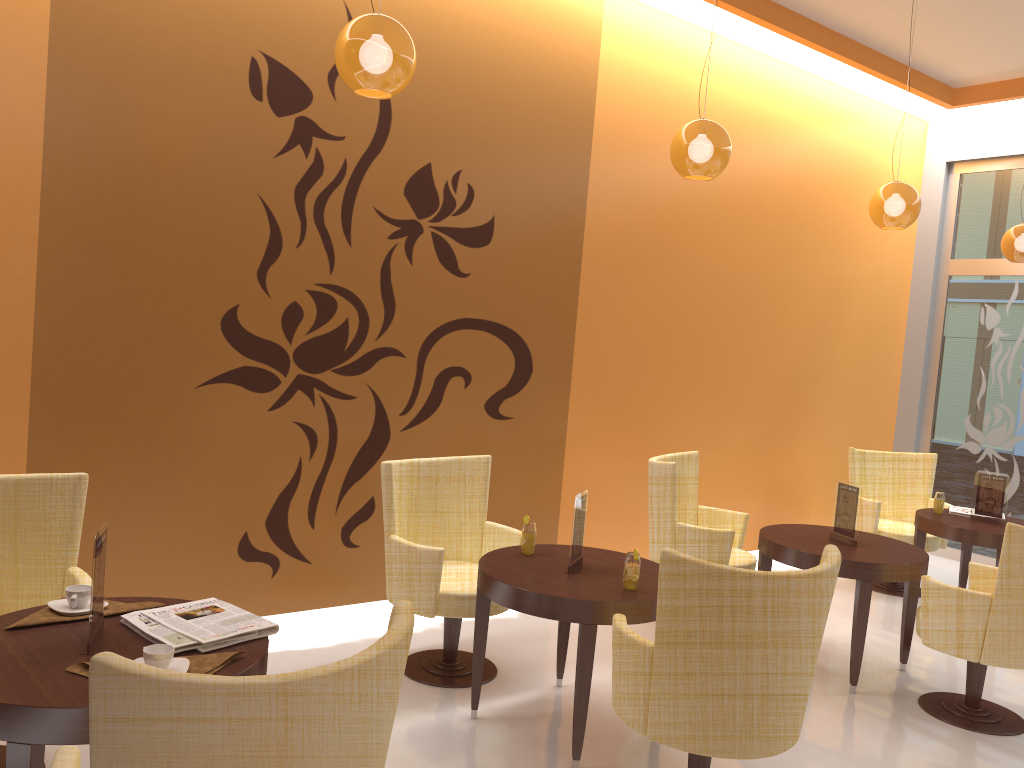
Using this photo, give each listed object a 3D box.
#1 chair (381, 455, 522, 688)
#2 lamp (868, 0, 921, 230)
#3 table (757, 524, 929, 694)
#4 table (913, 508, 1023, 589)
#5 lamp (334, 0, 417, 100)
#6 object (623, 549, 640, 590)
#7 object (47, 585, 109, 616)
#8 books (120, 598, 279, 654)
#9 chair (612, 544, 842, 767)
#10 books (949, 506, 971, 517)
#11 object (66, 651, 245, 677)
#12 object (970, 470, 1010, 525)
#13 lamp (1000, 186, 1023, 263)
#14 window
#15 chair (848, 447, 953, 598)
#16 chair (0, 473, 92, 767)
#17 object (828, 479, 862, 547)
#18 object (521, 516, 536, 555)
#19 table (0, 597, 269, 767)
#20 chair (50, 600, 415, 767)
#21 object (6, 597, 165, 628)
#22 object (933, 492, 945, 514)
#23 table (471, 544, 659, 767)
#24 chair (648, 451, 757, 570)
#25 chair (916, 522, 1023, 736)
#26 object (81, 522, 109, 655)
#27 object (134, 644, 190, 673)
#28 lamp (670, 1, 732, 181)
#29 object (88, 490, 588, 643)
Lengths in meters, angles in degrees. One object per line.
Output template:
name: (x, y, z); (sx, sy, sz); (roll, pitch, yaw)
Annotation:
chair: (-0.301, 0.888, 4.371); (0.685, 1.017, 0.729); (8, 4, 40)
lamp: (2.403, -1.702, 5.414); (0.299, 1.500, 0.299); (2, 4, -38)
table: (1.777, 1.203, 4.874); (0.874, 0.679, 0.872); (5, 3, -1)
table: (3.134, 1.256, 5.918); (0.874, 0.679, 0.872); (5, 3, 9)
lamp: (-0.448, -1.812, 3.219); (0.299, 1.500, 0.299); (5, 3, 5)
object: (0.486, 0.744, 3.577); (0.072, 0.171, 0.067); (7, 4, 35)
object: (-1.372, 0.680, 2.807); (0.153, 0.069, 0.153); (7, 4, 36)
books: (-0.957, 0.741, 2.739); (0.367, 0.035, 0.345); (8, 5, 42)
chair: (0.732, 1.046, 3.160); (0.729, 1.017, 0.685); (4, 4, -21)
books: (3.208, 0.895, 6.122); (0.339, 0.028, 0.273); (7, 4, 27)
object: (-0.932, 0.772, 2.355); (0.464, 0.021, 0.239); (3, 4, -24)
object: (3.176, 0.751, 5.888); (0.209, 0.335, 0.042); (7, 4, 35)
lamp: (3.829, -1.647, 6.512); (0.299, 1.500, 0.299); (2, 4, -38)
window: (6.269, 0.166, 4.806); (0.040, 3.380, 8.200); (2, 4, -38)
chair: (2.883, 1.020, 6.674); (0.729, 1.017, 0.685); (4, 3, -6)
chair: (-1.841, 0.838, 3.033); (0.729, 1.017, 0.685); (2, 4, -38)
object: (1.827, 0.699, 4.850); (0.042, 0.335, 0.209); (4, 4, -20)
object: (0.074, 0.684, 4.009); (0.072, 0.171, 0.067); (5, 3, 10)
table: (-1.187, 1.089, 2.592); (0.874, 0.679, 0.872); (5, 3, -1)
chair: (-0.632, 1.000, 2.002); (0.729, 1.017, 0.685); (2, 4, -41)
object: (-1.380, 0.707, 2.826); (0.464, 0.021, 0.239); (2, 4, -41)
object: (2.918, 0.814, 6.060); (0.067, 0.148, 0.067); (4, 3, -13)
table: (0.264, 1.137, 3.840); (0.874, 0.679, 0.872); (4, 3, -6)
chair: (1.122, 0.952, 5.318); (0.685, 1.017, 0.729); (6, 4, 20)
chair: (2.332, 1.114, 4.284); (0.729, 1.017, 0.685); (2, 4, -41)
object: (-1.194, 0.580, 2.564); (0.042, 0.335, 0.209); (4, 3, -15)
object: (-0.944, 0.741, 2.366); (0.153, 0.069, 0.153); (4, 3, -11)
lamp: (0.977, -1.757, 4.316); (0.299, 1.500, 0.299); (4, 3, -12)
object: (-0.445, 0.605, 3.221); (2.090, 0.335, 0.187); (2, 4, -41)
